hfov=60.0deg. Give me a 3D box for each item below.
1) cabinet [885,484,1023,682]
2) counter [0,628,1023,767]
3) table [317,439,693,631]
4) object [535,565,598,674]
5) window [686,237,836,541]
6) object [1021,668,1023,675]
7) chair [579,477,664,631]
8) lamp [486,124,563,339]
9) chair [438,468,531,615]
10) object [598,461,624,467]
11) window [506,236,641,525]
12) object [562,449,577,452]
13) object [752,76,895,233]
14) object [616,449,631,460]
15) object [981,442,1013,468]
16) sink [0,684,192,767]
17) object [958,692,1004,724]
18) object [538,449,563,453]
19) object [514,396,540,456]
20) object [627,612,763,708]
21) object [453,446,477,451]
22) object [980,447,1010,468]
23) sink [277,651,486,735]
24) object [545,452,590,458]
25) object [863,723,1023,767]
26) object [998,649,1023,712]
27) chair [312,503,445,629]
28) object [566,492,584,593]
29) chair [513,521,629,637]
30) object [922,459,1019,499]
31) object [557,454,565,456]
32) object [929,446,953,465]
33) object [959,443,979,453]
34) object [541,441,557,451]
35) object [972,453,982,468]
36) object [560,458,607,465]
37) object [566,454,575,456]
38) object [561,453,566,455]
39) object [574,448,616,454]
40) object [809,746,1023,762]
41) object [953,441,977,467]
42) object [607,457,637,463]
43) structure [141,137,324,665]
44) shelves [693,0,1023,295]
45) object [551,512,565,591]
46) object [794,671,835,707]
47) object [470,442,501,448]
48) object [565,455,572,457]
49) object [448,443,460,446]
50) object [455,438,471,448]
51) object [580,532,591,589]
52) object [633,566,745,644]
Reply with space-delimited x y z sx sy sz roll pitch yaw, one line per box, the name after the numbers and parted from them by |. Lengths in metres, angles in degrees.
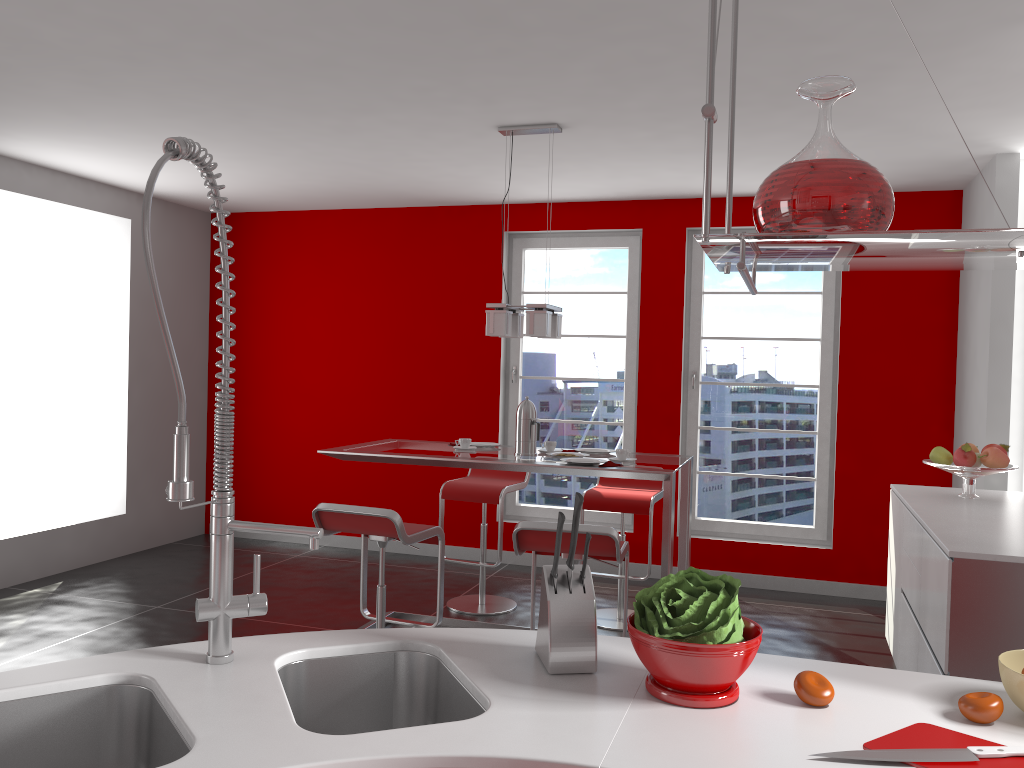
1.948 0.972 3.610 0.610 0.880 1.802 2 1 18 | cabinet
-0.053 0.971 1.029 2.865 0.880 1.868 1 1 -39 | counter
-0.020 0.843 4.404 1.700 1.000 0.800 2 1 18 | table
0.102 0.430 1.662 0.091 0.178 0.137 1 1 -9 | object
1.666 0.005 5.995 0.938 2.038 0.117 2 1 18 | window
0.862 0.476 1.435 0.066 0.049 0.062 2 1 26 | object
0.634 0.919 5.064 0.418 0.857 0.460 2 1 20 | chair
0.075 -0.742 4.354 0.304 1.025 0.304 2 1 18 | lamp
-0.159 0.892 5.296 0.418 0.857 0.460 2 1 25 | chair
0.452 0.359 3.963 0.095 0.012 0.234 2 1 18 | object
0.427 -0.037 6.389 0.938 2.038 0.117 2 1 18 | window
0.292 0.342 4.568 0.095 0.012 0.234 2 1 16 | object
0.496 -0.345 1.413 0.213 0.266 0.213 0 2 -44 | object
0.523 0.332 4.142 0.078 0.049 0.062 2 1 17 | object
2.233 0.325 4.118 0.150 0.129 0.117 1 1 -25 | object
-0.670 0.614 1.319 0.326 0.172 0.428 1 1 -33 | sink
0.757 0.523 1.433 0.065 0.047 0.063 2 1 17 | object
0.193 0.340 4.474 0.119 0.016 0.119 2 1 15 | object
0.086 0.203 4.336 0.149 0.287 0.113 2 1 26 | object
0.311 0.472 1.528 0.229 0.118 0.228 1 1 -11 | object
-0.239 0.328 4.503 0.119 0.016 0.119 2 1 -2 | object
2.183 0.334 4.000 0.121 0.101 0.097 1 1 -4 | object
-0.238 0.621 1.543 0.326 0.172 0.428 1 1 -21 | sink
0.268 0.346 4.267 0.217 0.015 0.217 1 1 -35 | object
0.668 0.542 1.278 0.266 0.006 0.168 3 2 44 | object
0.907 0.507 1.447 0.201 0.086 0.201 2 1 19 | object
-0.562 0.913 3.740 0.418 0.857 0.460 2 1 22 | chair
0.107 0.355 1.633 0.014 0.322 0.150 1 1 -11 | object
0.232 0.940 3.482 0.418 0.857 0.460 2 1 13 | chair
2.122 0.447 4.118 0.398 0.159 0.398 1 1 -23 | object
0.237 0.341 4.258 0.036 0.006 0.034 3 2 41 | object
2.023 0.339 4.172 0.083 0.086 0.100 1 1 -23 | object
2.163 0.334 4.218 0.117 0.105 0.096 0 2 -43 | object
0.189 0.316 4.480 0.062 0.049 0.078 1 1 -32 | object
2.146 0.357 4.134 0.084 0.079 0.086 0 2 -44 | object
0.323 0.352 4.010 0.217 0.015 0.217 1 1 -36 | object
0.281 0.341 4.272 0.034 0.006 0.036 1 1 -35 | object
0.249 0.340 4.297 0.034 0.006 0.036 2 1 30 | object
0.423 0.344 4.523 0.217 0.015 0.217 1 1 -7 | object
0.611 0.534 1.278 0.375 0.008 0.041 1 1 -6 | object
2.061 0.323 4.049 0.097 0.133 0.117 2 1 7 | object
0.515 0.355 4.145 0.119 0.016 0.119 2 1 37 | object
-0.498 0.047 1.552 0.308 0.920 0.178 1 1 -29 | structure
0.786 -0.663 1.337 0.934 1.023 0.462 2 1 18 | shelves
0.078 0.370 1.638 0.012 0.279 0.130 1 1 -11 | object
0.508 0.513 1.491 0.064 0.048 0.063 1 1 -4 | object
-0.166 0.325 4.704 0.217 0.015 0.217 3 2 42 | object
0.269 0.342 4.231 0.034 0.006 0.036 2 1 6 | object
-0.297 0.322 4.748 0.095 0.012 0.234 2 1 16 | object
-0.244 0.303 4.507 0.078 0.049 0.062 3 2 40 | object
0.132 0.369 1.647 0.009 0.197 0.091 1 1 -11 | object
0.303 0.418 1.529 0.198 0.182 0.193 2 1 23 | object
